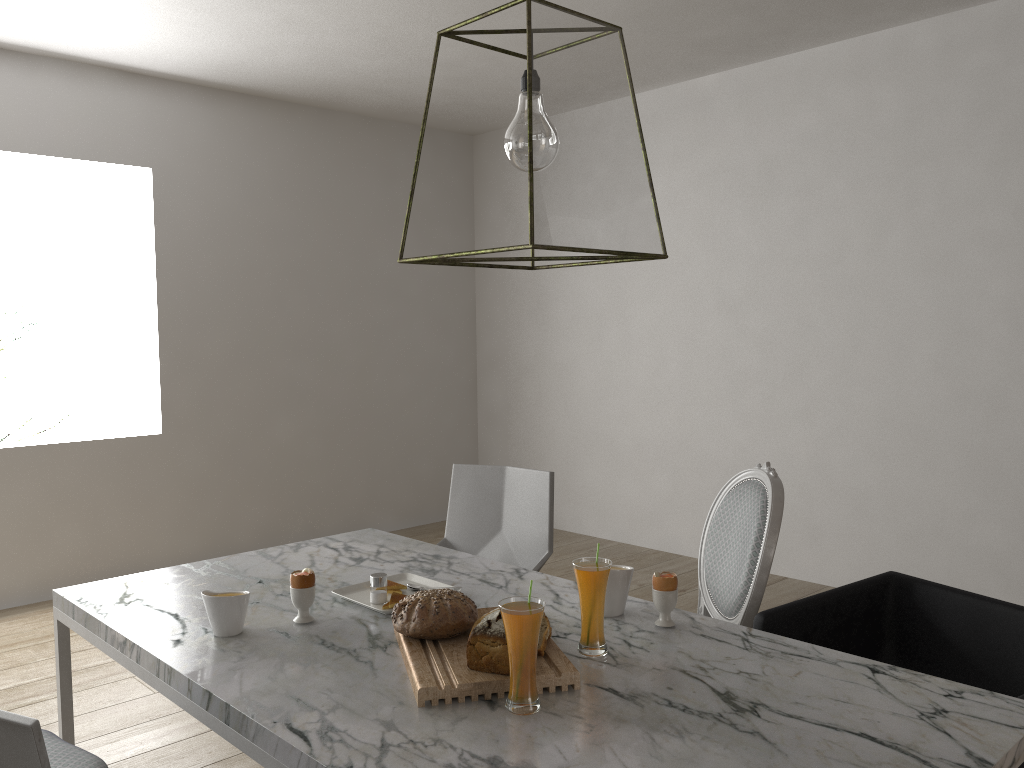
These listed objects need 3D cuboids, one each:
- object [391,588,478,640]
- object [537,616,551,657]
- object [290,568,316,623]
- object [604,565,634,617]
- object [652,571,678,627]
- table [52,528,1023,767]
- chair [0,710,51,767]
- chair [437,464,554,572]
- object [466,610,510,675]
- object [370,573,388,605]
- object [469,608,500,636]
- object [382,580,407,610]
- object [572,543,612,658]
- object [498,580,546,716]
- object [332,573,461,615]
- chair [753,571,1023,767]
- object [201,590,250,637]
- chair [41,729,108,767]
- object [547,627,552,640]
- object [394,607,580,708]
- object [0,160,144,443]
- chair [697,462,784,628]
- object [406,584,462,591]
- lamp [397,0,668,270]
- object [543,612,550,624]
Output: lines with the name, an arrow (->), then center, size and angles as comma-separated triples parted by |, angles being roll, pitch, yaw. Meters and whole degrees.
object -> -0.141, 0.413, 1.620 | 0.157, 0.075, 0.151 | -1, 3, -8
object -> 0.024, 0.425, 1.519 | 0.083, 0.057, 0.072 | 1, 4, 22
object -> -0.416, 0.421, 1.766 | 0.050, 0.101, 0.050 | -3, 4, -36
object -> 0.180, 0.410, 1.825 | 0.110, 0.105, 0.170 | -2, 4, -23
object -> 0.296, 0.414, 1.714 | 0.050, 0.101, 0.050 | 2, 5, 42
table -> -0.115, 0.767, 1.690 | 0.870, 0.583, 1.781 | -4, 5, -43
chair -> -0.552, 0.724, 1.223 | 0.470, 0.745, 0.439 | 2, 4, 37
chair -> -0.119, 0.636, 2.592 | 0.470, 0.745, 0.439 | 1, 4, 32
object -> -0.020, 0.416, 1.447 | 0.086, 0.087, 0.090 | 1, 4, 24
object -> -0.282, 0.433, 1.876 | 0.036, 0.060, 0.036 | -1, 3, -2
object -> -0.032, 0.420, 1.538 | 0.079, 0.067, 0.074 | 0, 4, 19
object -> -0.257, 0.452, 1.919 | 0.068, 0.014, 0.197 | -2, 4, -15
object -> 0.142, 0.383, 1.567 | 0.071, 0.188, 0.071 | -2, 4, -23
object -> 0.016, 0.399, 1.336 | 0.071, 0.188, 0.071 | -2, 4, -23
object -> -0.251, 0.455, 1.927 | 0.212, 0.014, 0.212 | -4, 5, -44
chair -> 0.847, 0.748, 1.741 | 0.609, 0.597, 0.569 | -3, 4, -28
object -> -0.567, 0.437, 1.722 | 0.138, 0.085, 0.089 | 2, 5, 42
chair -> -0.946, 0.663, 1.510 | 0.480, 0.833, 0.505 | 2, 5, 44
object -> 0.030, 0.442, 1.578 | 0.077, 0.017, 0.068 | 1, 4, 24
object -> -0.059, 0.467, 1.560 | 0.260, 0.031, 0.360 | -2, 3, -13
object -> -2.703, 1.097, 3.881 | 10.834, 8.324, 0.001 | -4, 5, -43
chair -> 0.385, 0.607, 2.134 | 0.505, 0.833, 0.480 | -1, 3, -11
object -> -0.173, 0.450, 1.948 | 0.132, 0.013, 0.032 | 1, 4, 21
lamp -> 0.025, -0.749, 1.385 | 0.584, 1.108, 0.584 | -3, 4, -28
object -> 0.024, 0.425, 1.548 | 0.083, 0.055, 0.073 | 1, 4, 23
